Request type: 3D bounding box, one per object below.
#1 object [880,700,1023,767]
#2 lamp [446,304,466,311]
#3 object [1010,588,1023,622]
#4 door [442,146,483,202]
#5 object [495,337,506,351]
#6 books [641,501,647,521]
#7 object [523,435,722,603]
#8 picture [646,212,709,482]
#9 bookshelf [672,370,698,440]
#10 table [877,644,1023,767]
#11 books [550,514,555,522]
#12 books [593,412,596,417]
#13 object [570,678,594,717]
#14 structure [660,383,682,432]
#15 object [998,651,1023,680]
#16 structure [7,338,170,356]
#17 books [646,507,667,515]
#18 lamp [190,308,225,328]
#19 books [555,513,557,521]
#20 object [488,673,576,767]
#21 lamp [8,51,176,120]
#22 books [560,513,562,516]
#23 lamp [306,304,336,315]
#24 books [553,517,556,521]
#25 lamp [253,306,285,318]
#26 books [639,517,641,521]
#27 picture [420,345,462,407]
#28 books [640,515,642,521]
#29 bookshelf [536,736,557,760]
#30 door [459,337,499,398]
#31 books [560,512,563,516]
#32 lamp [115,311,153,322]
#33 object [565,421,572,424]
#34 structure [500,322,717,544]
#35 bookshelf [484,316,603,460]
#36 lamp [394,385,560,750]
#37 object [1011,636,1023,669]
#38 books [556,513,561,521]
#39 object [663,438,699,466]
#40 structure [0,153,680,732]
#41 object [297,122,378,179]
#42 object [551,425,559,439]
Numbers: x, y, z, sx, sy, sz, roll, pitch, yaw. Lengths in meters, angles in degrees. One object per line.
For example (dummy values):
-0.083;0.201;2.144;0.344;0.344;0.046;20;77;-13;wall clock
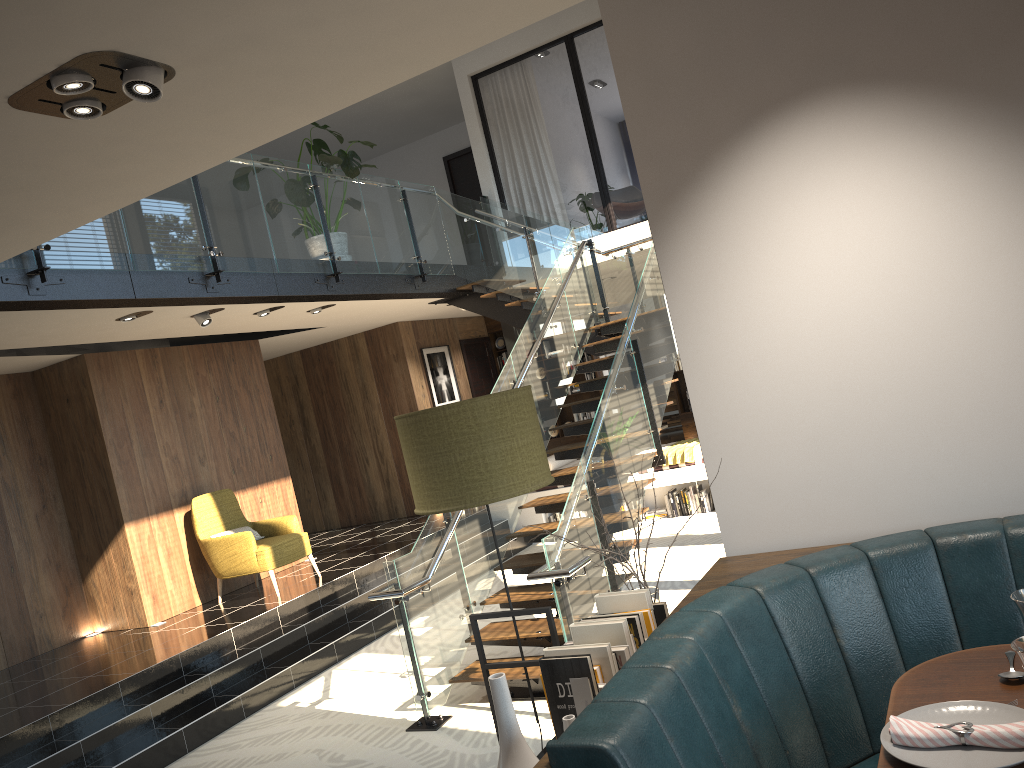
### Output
0.774;0.608;1.528;0.269;0.051;0.324;-13;0;31;object
-0.704;-1.071;11.623;0.347;0.263;0.195;-13;0;28;lamp
1.002;0.483;1.646;0.098;0.192;0.098;-13;0;25;object
-0.444;-2.644;14.266;0.932;2.347;0.104;-13;1;28;door
-0.183;-0.659;14.450;0.212;0.222;0.082;-13;0;28;object
1.592;1.537;10.722;0.030;0.218;0.185;-13;0;28;books
0.322;0.534;2.652;0.607;0.744;0.406;-13;0;-12;object
0.721;-0.159;3.219;0.028;0.911;0.747;-13;0;28;picture
3.246;-0.595;12.749;2.092;2.683;0.273;-13;1;28;bookshelf
1.438;0.818;1.313;1.540;0.661;0.821;-13;0;28;table
0.545;1.770;11.203;0.027;0.241;0.149;-13;0;28;books
1.325;0.565;13.869;0.011;0.300;0.153;-13;0;28;books
0.181;0.804;2.039;0.047;0.262;0.020;-13;1;28;object
4.018;0.134;16.362;6.284;0.982;0.884;-13;0;28;structure
1.133;0.525;1.739;0.325;0.051;0.269;-13;0;31;object
-6.155;1.413;8.235;1.966;3.018;6.653;-13;0;28;structure
1.747;1.524;10.660;0.249;0.026;0.148;-13;0;25;books
-2.673;-0.636;7.778;0.347;0.247;0.195;-13;0;28;lamp
0.608;1.748;11.203;0.030;0.256;0.145;-13;0;28;books
0.045;0.774;1.863;0.319;0.398;0.316;-13;0;4;object
-1.356;-0.989;2.850;0.502;0.231;0.348;-13;0;28;lamp
0.683;1.731;11.110;0.027;0.254;0.204;-13;0;28;books
-1.980;-0.828;9.150;0.347;0.177;0.195;-13;0;28;lamp
0.586;1.776;11.214;0.029;0.211;0.130;-13;0;28;books
-2.331;-0.749;8.464;0.347;0.177;0.195;-13;0;28;lamp
1.550;1.529;10.771;0.045;0.251;0.142;-13;0;28;books
-1.019;-0.099;12.911;0.028;0.911;0.747;-13;0;28;picture
1.566;1.522;10.733;0.020;0.257;0.154;-13;0;28;books
0.288;1.179;2.270;0.356;0.500;1.302;-13;0;28;bookshelf
-0.357;0.429;14.021;0.104;2.347;0.930;-13;1;28;door
0.669;1.704;11.155;0.029;0.314;0.163;-13;0;28;books
-3.034;-0.601;7.091;0.347;0.158;0.195;-13;0;28;lamp
0.904;0.704;14.070;0.212;0.222;0.082;-13;0;28;object
1.303;0.124;11.111;3.786;3.245;1.147;-13;0;28;structure
0.636;0.019;14.158;1.705;2.683;0.273;-13;1;28;bookshelf
0.092;0.736;2.763;0.636;1.445;0.438;-13;1;-37;lamp
0.880;0.510;1.428;0.098;0.192;0.098;-13;0;25;object
0.634;1.733;11.146;0.035;0.273;0.200;-13;0;28;books
2.178;0.949;10.783;0.467;0.510;1.165;-13;0;28;object
-0.442;0.100;7.723;3.451;4.869;7.270;-13;0;27;structure
-1.967;-1.902;9.175;1.466;1.554;1.259;-13;0;16;object
0.669;0.759;14.202;0.212;0.222;0.082;-13;0;28;object
